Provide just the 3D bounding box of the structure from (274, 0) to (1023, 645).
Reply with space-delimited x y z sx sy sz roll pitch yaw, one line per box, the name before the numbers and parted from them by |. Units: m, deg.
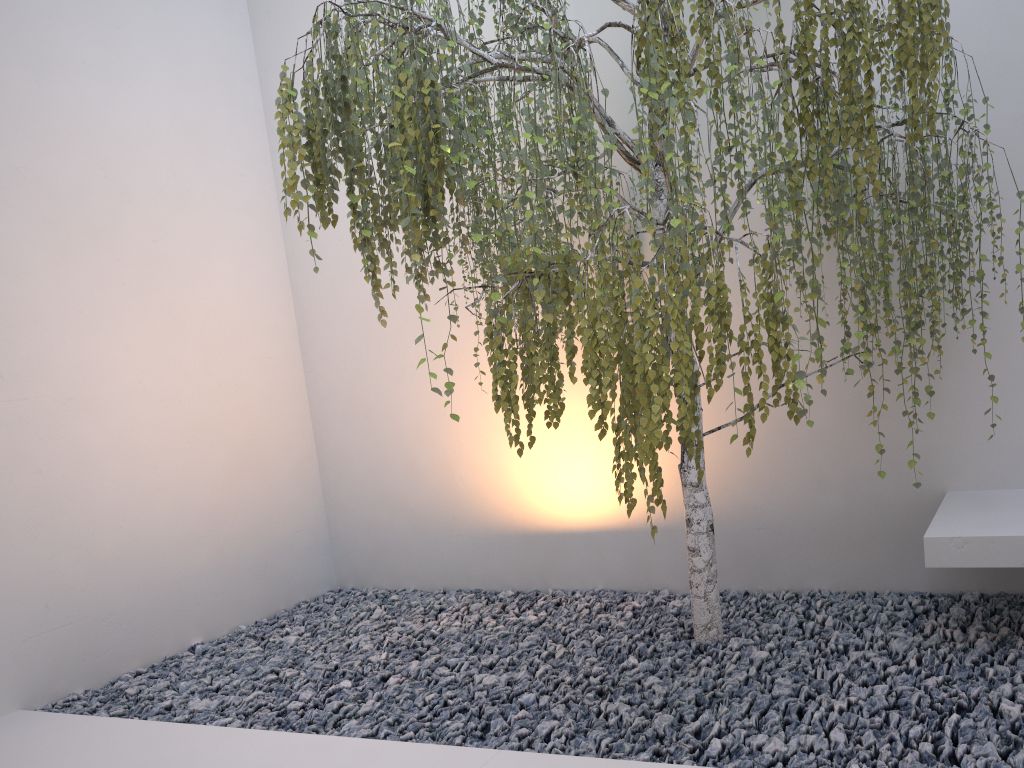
structure | 0.348 -0.981 2.626 2.210 4.041 1.913 -5 7 22
